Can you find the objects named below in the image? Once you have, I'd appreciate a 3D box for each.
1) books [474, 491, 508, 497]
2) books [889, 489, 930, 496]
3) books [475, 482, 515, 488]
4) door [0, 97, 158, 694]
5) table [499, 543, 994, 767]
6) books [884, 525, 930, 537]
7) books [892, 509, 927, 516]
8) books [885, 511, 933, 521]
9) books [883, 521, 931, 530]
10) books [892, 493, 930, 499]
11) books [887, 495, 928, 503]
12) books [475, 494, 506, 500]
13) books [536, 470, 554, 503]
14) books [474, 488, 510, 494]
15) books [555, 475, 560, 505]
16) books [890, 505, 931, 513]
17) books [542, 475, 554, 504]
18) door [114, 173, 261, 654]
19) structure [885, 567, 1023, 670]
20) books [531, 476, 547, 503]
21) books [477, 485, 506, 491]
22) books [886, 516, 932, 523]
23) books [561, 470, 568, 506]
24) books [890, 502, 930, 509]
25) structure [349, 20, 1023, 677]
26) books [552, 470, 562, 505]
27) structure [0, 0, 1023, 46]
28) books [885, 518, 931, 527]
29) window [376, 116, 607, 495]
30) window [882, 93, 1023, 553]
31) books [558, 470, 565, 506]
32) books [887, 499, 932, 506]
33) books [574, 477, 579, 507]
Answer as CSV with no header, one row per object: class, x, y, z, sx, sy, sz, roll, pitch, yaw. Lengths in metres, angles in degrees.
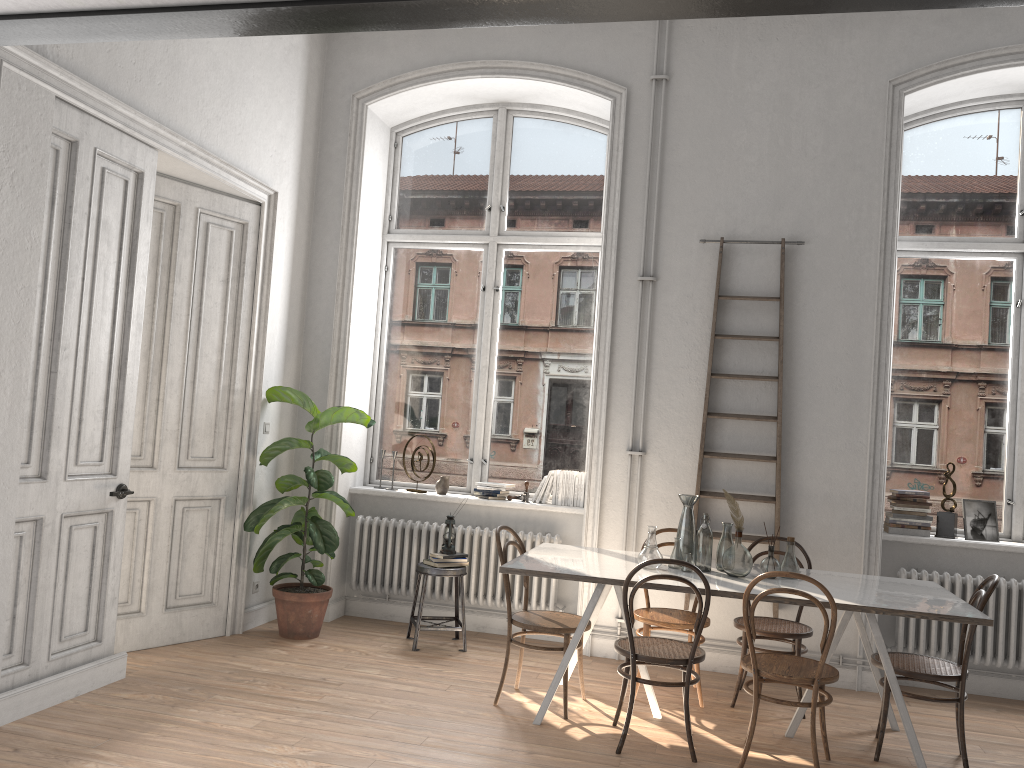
books,-0.149,0.797,6.436,0.205,0.022,0.155,2,-4,33
books,2.599,0.708,5.802,0.201,0.024,0.159,4,-3,4
books,-0.120,0.732,6.440,0.243,0.019,0.174,3,-3,24
door,-2.160,0.106,4.197,0.216,2.813,1.097,3,-3,15
table,1.105,1.378,4.590,2.200,0.779,1.101,3,-3,14
books,2.567,0.956,5.774,0.248,0.043,0.192,3,-3,14
books,2.593,0.837,5.786,0.205,0.022,0.155,2,-3,28
books,2.588,0.862,5.790,0.245,0.028,0.193,4,-3,9
books,2.571,0.923,5.773,0.249,0.023,0.175,4,-3,9
books,2.601,0.729,5.791,0.205,0.020,0.155,3,-3,14
books,2.586,0.750,5.793,0.231,0.023,0.162,2,-3,29
books,-0.156,0.820,6.440,0.147,0.023,0.221,6,-3,-28
books,0.245,0.736,6.360,0.100,0.235,0.174,3,-3,14
books,-0.146,0.776,6.435,0.221,0.023,0.147,2,-3,29
books,0.340,0.757,6.338,0.020,0.205,0.155,3,-3,14
books,2.600,0.815,5.792,0.222,0.024,0.158,3,-3,14
books,0.269,0.754,6.355,0.072,0.203,0.155,3,-3,14
door,-2.055,0.174,5.365,0.216,2.813,1.097,2,-3,38
structure,3.150,1.475,5.454,1.577,0.552,0.194,3,-3,14
books,0.207,0.754,6.373,0.105,0.194,0.155,3,-3,13
books,-0.145,0.754,6.424,0.205,0.020,0.155,4,-3,4
books,2.587,0.883,5.788,0.255,0.014,0.193,3,-3,17
books,0.384,0.741,6.327,0.019,0.243,0.174,3,-3,14
books,2.597,0.792,5.788,0.205,0.022,0.155,4,-3,9
structure,1.466,-0.380,5.889,5.181,4.472,0.340,3,-3,14
books,0.321,0.739,6.365,0.024,0.243,0.175,3,-3,14
structure,0.064,-1.602,0.087,5.926,1.212,4.160,3,-3,14
books,2.573,0.900,5.775,0.249,0.023,0.175,3,-3,14
window,-0.162,-0.629,6.709,1.622,2.842,0.013,3,-3,14
window,10.490,-4.204,7.484,14.383,15.929,26.411,3,-3,14
books,0.361,0.739,6.324,0.024,0.243,0.175,3,-3,14
books,2.593,0.772,5.791,0.243,0.019,0.174,3,-3,14
books,0.466,0.765,6.308,0.020,0.205,0.155,3,-3,14
